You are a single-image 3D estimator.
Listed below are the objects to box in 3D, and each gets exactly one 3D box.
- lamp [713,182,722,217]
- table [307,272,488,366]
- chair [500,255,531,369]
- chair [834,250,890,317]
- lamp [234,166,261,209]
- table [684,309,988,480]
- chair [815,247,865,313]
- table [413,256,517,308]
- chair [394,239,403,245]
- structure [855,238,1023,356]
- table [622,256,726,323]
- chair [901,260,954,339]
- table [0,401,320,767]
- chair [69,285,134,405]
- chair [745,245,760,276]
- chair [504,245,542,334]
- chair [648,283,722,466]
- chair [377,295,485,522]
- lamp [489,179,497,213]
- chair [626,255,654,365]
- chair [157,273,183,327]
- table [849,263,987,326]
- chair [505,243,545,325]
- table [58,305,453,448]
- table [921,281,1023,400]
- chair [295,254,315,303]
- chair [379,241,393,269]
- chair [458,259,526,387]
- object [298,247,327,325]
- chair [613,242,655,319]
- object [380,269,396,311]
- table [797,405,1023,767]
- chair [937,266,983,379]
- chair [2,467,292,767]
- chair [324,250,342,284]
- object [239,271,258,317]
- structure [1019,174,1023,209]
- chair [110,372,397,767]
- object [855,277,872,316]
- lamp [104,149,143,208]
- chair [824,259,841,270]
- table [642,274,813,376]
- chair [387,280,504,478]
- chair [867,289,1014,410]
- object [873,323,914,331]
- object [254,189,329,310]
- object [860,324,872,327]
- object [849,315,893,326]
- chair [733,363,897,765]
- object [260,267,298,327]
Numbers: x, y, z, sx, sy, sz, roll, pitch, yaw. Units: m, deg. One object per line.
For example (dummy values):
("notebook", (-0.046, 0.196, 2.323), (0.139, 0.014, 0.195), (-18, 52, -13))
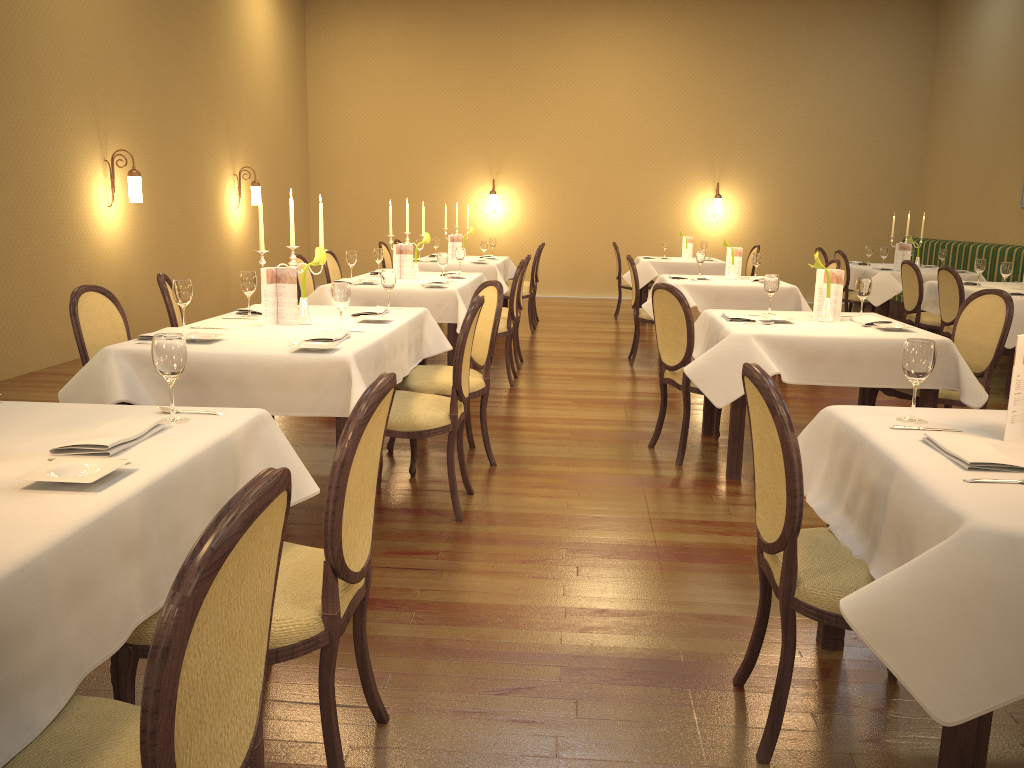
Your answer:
("lamp", (3.076, -2.783, 13.391), (0.114, 0.513, 0.323), (0, 11, -7))
("table", (-0.878, -0.485, 7.271), (1.385, 0.759, 2.152), (2, 11, 4))
("chair", (-0.130, -0.632, 7.598), (0.571, 0.955, 0.530), (2, 11, 4))
("chair", (3.876, -1.010, 9.909), (0.571, 0.955, 0.530), (2, 11, 4))
("lamp", (-3.262, -2.415, 10.913), (0.323, 0.513, 0.114), (0, 11, -7))
("table", (1.587, 0.035, 4.837), (1.389, 0.759, 1.395), (2, 11, 6))
("chair", (3.941, -1.169, 10.727), (0.571, 0.955, 0.530), (2, 11, 4))
("table", (-0.650, -1.058, 10.226), (1.385, 0.759, 2.152), (2, 11, 4))
("chair", (-1.132, -1.268, 10.759), (0.571, 0.955, 0.530), (2, 11, 4))
("structure", (5.148, -0.359, 6.514), (0.850, 1.031, 14.516), (2, 11, 4))
("table", (2.075, -1.195, 11.182), (1.389, 0.759, 1.395), (2, 11, 6))
("chair", (3.719, -0.610, 7.845), (0.571, 0.955, 0.530), (2, 11, 4))
("table", (-1.304, 0.590, 1.725), (1.385, 0.759, 2.152), (2, 11, 4))
("chair", (-1.647, 0.032, 4.052), (0.571, 0.955, 0.530), (2, 11, 4))
("chair", (2.778, -1.265, 11.109), (0.571, 0.955, 0.530), (2, 11, 4))
("chair", (0.039, -1.059, 9.797), (0.571, 0.955, 0.530), (2, 11, 4))
("chair", (1.052, -0.078, 4.871), (0.571, 0.955, 0.530), (-2, 11, -16))
("chair", (-0.413, 0.082, 3.914), (0.571, 0.955, 0.530), (2, 11, 4))
("lamp", (-0.303, -2.891, 13.630), (0.114, 0.513, 0.323), (0, 11, -7))
("chair", (1.285, -0.661, 7.878), (0.571, 0.955, 0.530), (2, 11, 4))
("chair", (-1.627, -0.132, 4.897), (0.571, 0.955, 0.530), (-2, 11, -16))
("table", (4.422, -0.958, 10.193), (1.385, 0.759, 2.152), (2, 11, 4))
("chair", (0.097, -1.205, 10.554), (0.571, 0.955, 0.530), (2, 11, 4))
("table", (-1.103, 0.083, 4.343), (1.385, 0.759, 2.152), (2, 11, 4))
("table", (4.201, -0.400, 7.312), (1.385, 0.759, 2.152), (2, 11, 4))
("chair", (-1.422, -0.535, 6.979), (0.571, 0.955, 0.530), (2, 11, 4))
("chair", (-1.195, -1.108, 9.935), (0.571, 0.955, 0.530), (2, 11, 4))
("chair", (-0.188, -0.486, 6.841), (0.571, 0.955, 0.530), (2, 11, 4))
("object", (-0.966, -0.470, 4.249), (0.163, 0.375, 0.076), (6, 12, 25))
("chair", (1.543, -1.314, 11.246), (0.571, 0.955, 0.530), (2, 11, 4))
("object", (-0.685, -0.522, 4.923), (0.088, 0.229, 0.088), (-7, 14, -37))
("table", (1.384, 0.548, 2.195), (1.389, 0.759, 1.395), (2, 11, 6))
("chair", (3.655, -0.452, 7.027), (0.571, 0.955, 0.530), (2, 11, 4))
("chair", (-0.614, 0.589, 1.297), (0.571, 0.955, 0.530), (2, 11, 4))
("chair", (-1.359, -0.695, 7.804), (0.571, 0.955, 0.530), (2, 11, 4))
("object", (-1.347, -0.459, 4.537), (0.088, 0.229, 0.088), (-9, 15, -43))
("structure", (5.864, -3.418, 9.359), (0.200, 3.103, 0.956), (2, 11, 4))
("chair", (-0.556, 0.442, 2.053), (0.571, 0.955, 0.530), (2, 11, 4))
("object", (1.949, -0.475, 4.931), (0.088, 0.229, 0.088), (-9, 15, -43))
("lamp", (-3.490, -1.839, 7.943), (0.323, 0.513, 0.114), (0, 11, -7))
("chair", (2.519, -0.612, 7.740), (0.571, 0.955, 0.530), (2, 11, 4))
("table", (1.816, -0.542, 7.814), (1.389, 0.759, 1.395), (2, 11, 6))
("chair", (-0.347, -0.061, 4.649), (0.571, 0.955, 0.530), (-3, 12, -20))
("chair", (2.292, -0.033, 4.755), (0.571, 0.955, 0.530), (0, 11, -6))
("object", (1.930, -0.283, 4.485), (0.160, 0.024, 0.160), (2, 11, 4))
("object", (-1.091, -0.644, 4.416), (0.131, 0.655, 0.390), (10, 14, 37))
("object", (1.892, -0.300, 4.589), (0.181, 0.015, 0.038), (2, 11, 5))
("object", (1.920, -0.338, 4.750), (0.142, 0.033, 0.273), (2, 11, 4))
("chair", (0.853, 0.428, 2.260), (0.571, 0.955, 0.530), (2, 11, 4))
("object", (-1.114, -0.416, 4.222), (0.166, 0.277, 0.081), (-4, 12, -24))
